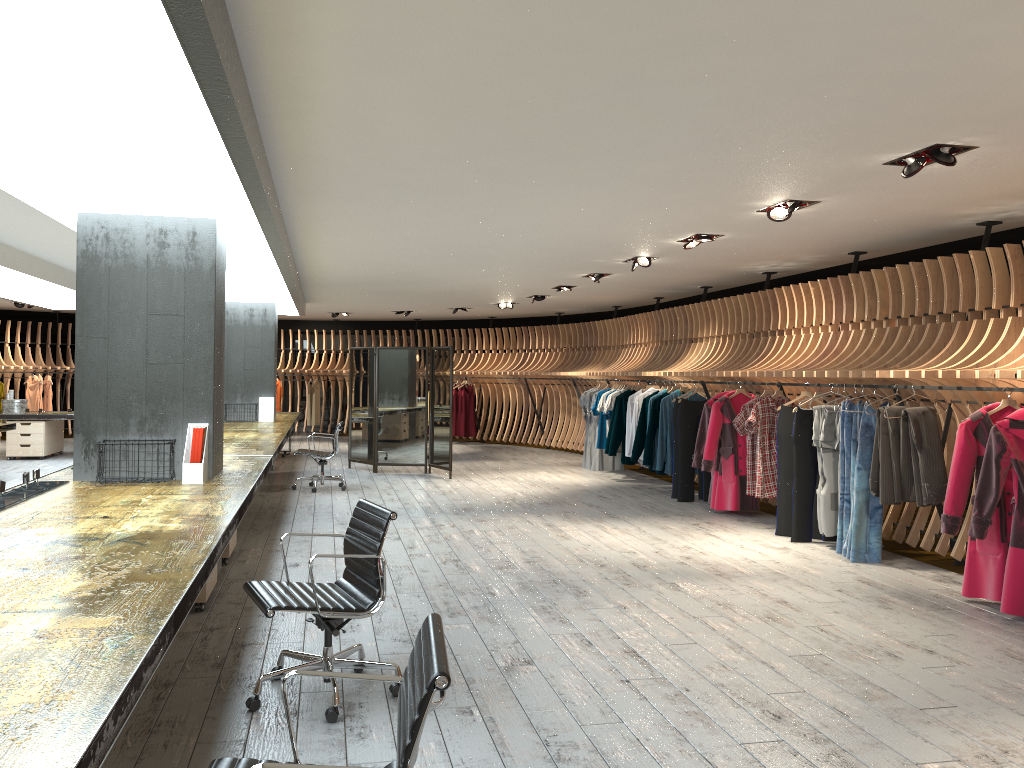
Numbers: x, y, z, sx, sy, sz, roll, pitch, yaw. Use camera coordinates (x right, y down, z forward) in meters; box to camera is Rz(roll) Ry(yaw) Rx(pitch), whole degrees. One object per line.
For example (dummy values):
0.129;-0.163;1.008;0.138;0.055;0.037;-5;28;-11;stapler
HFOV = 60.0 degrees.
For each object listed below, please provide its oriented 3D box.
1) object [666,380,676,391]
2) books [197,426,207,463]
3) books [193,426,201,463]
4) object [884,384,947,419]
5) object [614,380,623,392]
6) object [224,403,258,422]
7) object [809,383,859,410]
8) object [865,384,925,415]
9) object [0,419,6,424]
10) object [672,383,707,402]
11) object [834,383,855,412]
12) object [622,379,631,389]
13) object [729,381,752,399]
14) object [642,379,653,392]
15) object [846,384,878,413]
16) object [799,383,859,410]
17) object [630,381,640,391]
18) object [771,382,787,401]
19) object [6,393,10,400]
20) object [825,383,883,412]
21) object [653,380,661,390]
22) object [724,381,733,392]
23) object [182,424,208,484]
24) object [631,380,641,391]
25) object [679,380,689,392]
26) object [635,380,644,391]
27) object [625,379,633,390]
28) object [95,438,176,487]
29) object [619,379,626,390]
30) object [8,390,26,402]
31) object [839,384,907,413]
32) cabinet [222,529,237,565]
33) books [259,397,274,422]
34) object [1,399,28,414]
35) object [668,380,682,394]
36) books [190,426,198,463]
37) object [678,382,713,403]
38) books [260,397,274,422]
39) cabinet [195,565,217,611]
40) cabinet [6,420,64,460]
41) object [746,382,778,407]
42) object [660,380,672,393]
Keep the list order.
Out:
2.064;0.082;11.527;0.525;0.270;0.012;1;0;-12;object
-2.088;0.470;5.961;0.048;0.368;0.215;1;0;-12;books
-2.109;0.470;5.956;0.048;0.368;0.215;1;0;-12;books
3.094;0.134;6.791;0.547;0.262;0.023;1;0;-10;object
1.689;0.069;13.422;0.523;0.291;0.013;1;0;-17;object
-3.988;0.426;13.062;0.459;0.289;0.329;1;0;-9;object
2.856;0.116;7.772;0.549;0.250;0.023;1;0;-10;object
3.026;0.122;6.973;0.549;0.243;0.023;1;0;-10;object
-6.944;0.506;11.846;0.302;0.074;0.217;1;0;-17;object
2.223;0.093;10.811;0.525;0.270;0.012;1;0;13;object
2.878;0.113;7.666;0.023;0.243;0.549;0;0;40;object
1.711;0.062;13.203;0.525;0.270;0.012;1;0;-27;object
2.485;0.105;9.626;0.525;0.270;0.012;1;0;-2;object
1.911;0.070;12.284;0.525;0.270;0.012;1;0;-7;object
2.931;0.120;7.406;0.549;0.243;0.023;0;0;-40;object
2.836;0.111;7.866;0.549;0.243;0.023;1;0;25;object
1.790;0.071;12.854;0.525;0.270;0.012;1;0;-12;object
2.635;0.121;8.778;0.524;0.286;0.015;1;0;-27;object
-8.352;0.208;14.689;0.062;0.109;0.062;0;0;44;object
2.915;0.117;7.512;0.549;0.243;0.023;1;0;-5;object
1.960;0.073;12.055;0.525;0.270;0.012;1;0;-12;object
2.412;0.102;9.862;0.525;0.270;0.012;1;0;-12;object
-2.122;0.464;5.947;0.129;0.383;0.239;1;0;-12;object
1.819;0.072;12.776;0.525;0.270;0.012;1;0;-12;object
2.155;0.087;11.102;0.525;0.270;0.012;1;0;-2;object
1.831;0.074;12.649;0.525;0.270;0.012;1;0;-7;object
1.731;0.074;13.031;0.524;0.284;0.014;1;0;-2;object
-2.459;0.512;5.818;0.459;0.289;0.329;1;0;-14;object
1.701;0.071;13.317;0.524;0.285;0.013;1;0;-17;object
-8.268;0.202;14.794;0.262;0.204;0.088;1;0;-13;object
2.975;0.128;7.292;0.548;0.256;0.023;1;0;14;object
-2.767;1.065;6.930;1.131;0.630;0.593;1;0;-12;cabinet
-3.681;0.387;13.287;0.215;0.368;0.073;1;0;-12;books
-8.319;0.380;14.838;0.303;0.239;0.498;1;0;-11;object
2.105;0.085;11.422;0.525;0.270;0.012;1;0;-12;object
-2.131;0.470;5.952;0.048;0.368;0.215;1;0;-12;books
2.251;0.095;10.633;0.525;0.270;0.012;1;0;-7;object
-3.686;0.387;13.314;0.215;0.368;0.075;1;0;-12;books
-2.487;1.081;5.606;1.131;0.630;0.593;1;0;-12;cabinet
-8.098;0.925;15.078;0.593;0.630;1.131;1;0;-12;cabinet
2.597;0.112;8.987;0.525;0.270;0.012;1;0;-12;object
2.026;0.081;11.728;0.525;0.270;0.012;1;0;-7;object
